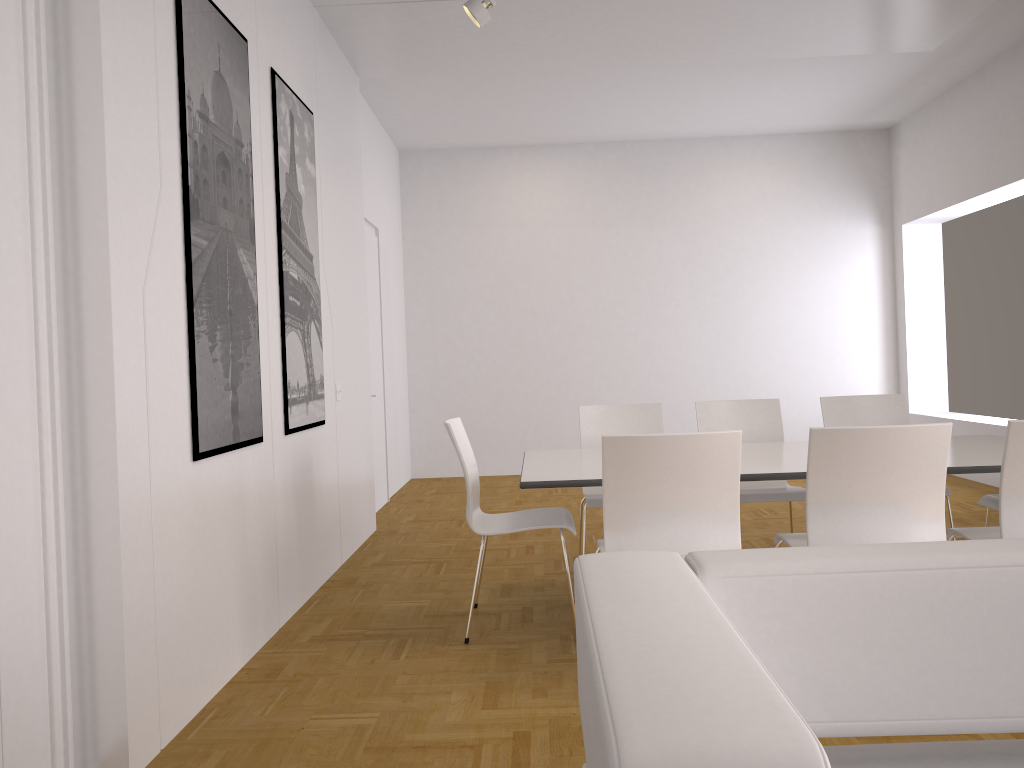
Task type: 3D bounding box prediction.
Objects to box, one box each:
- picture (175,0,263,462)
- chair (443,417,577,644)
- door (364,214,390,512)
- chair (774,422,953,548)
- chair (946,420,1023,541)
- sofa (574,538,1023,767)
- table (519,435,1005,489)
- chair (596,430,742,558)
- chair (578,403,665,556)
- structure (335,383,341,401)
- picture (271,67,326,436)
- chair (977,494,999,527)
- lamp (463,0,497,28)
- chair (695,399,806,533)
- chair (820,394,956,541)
[{"bbox_3d":[-1.145,-0.623,3.531,0.013,1.780,0.787,-2,0,2],"label":"picture"},{"bbox_3d":[-0.005,0.621,4.025,0.575,0.931,0.561,-2,0,2],"label":"chair"},{"bbox_3d":[-1.178,-0.168,7.472,0.132,2.453,0.871,-2,0,2],"label":"door"},{"bbox_3d":[1.267,0.597,3.225,0.561,0.931,0.575,-2,0,2],"label":"chair"},{"bbox_3d":[1.927,0.572,3.205,0.561,0.931,0.575,-2,0,2],"label":"chair"},{"bbox_3d":[1.418,0.666,1.081,2.622,0.849,0.822,-2,1,2],"label":"sofa"},{"bbox_3d":[1.264,0.680,4.005,2.411,0.722,1.211,-2,1,2],"label":"table"},{"bbox_3d":[0.566,0.623,3.246,0.561,0.931,0.575,-2,0,2],"label":"chair"},{"bbox_3d":[0.625,0.587,4.802,0.561,0.931,0.575,-2,0,2],"label":"chair"},{"bbox_3d":[-1.067,0.047,5.451,0.013,0.104,0.114,-2,1,2],"label":"structure"},{"bbox_3d":[-1.110,-0.650,4.672,0.016,1.780,0.787,-2,0,2],"label":"picture"},{"bbox_3d":[2.480,0.534,3.952,0.575,0.931,0.561,-2,0,2],"label":"chair"},{"bbox_3d":[-0.183,-2.065,4.677,0.173,0.364,0.167,-2,0,44],"label":"lamp"},{"bbox_3d":[1.285,0.562,4.782,0.561,0.931,0.575,-2,0,2],"label":"chair"},{"bbox_3d":[1.986,0.535,4.762,0.561,0.931,0.575,-2,0,2],"label":"chair"}]
